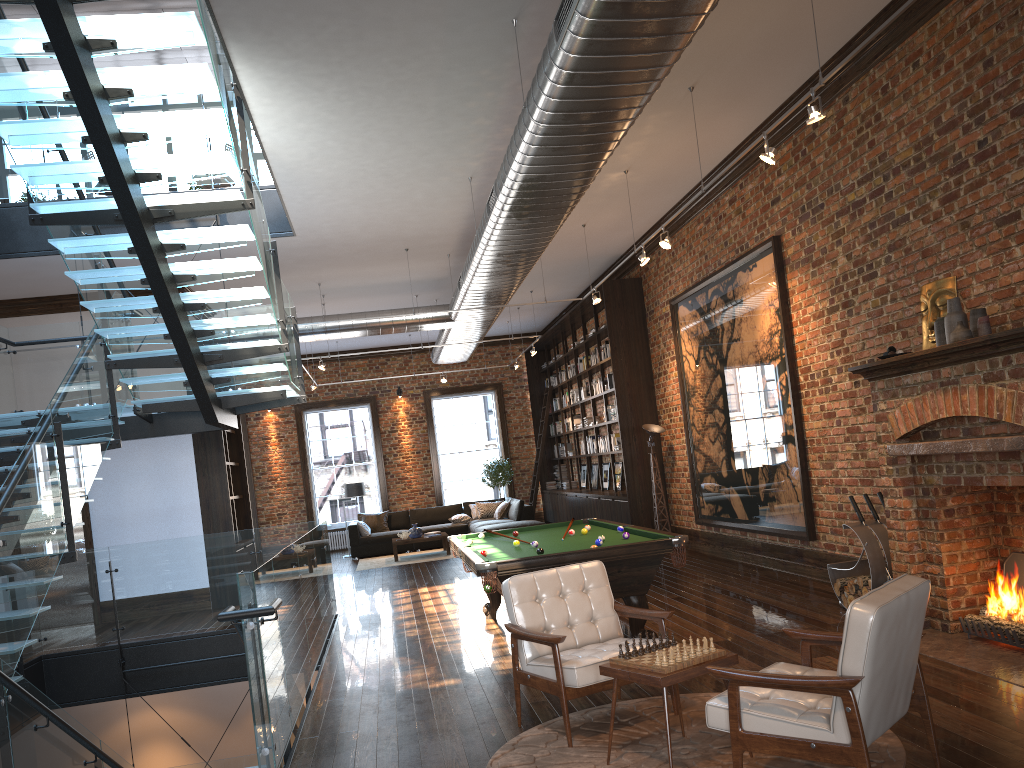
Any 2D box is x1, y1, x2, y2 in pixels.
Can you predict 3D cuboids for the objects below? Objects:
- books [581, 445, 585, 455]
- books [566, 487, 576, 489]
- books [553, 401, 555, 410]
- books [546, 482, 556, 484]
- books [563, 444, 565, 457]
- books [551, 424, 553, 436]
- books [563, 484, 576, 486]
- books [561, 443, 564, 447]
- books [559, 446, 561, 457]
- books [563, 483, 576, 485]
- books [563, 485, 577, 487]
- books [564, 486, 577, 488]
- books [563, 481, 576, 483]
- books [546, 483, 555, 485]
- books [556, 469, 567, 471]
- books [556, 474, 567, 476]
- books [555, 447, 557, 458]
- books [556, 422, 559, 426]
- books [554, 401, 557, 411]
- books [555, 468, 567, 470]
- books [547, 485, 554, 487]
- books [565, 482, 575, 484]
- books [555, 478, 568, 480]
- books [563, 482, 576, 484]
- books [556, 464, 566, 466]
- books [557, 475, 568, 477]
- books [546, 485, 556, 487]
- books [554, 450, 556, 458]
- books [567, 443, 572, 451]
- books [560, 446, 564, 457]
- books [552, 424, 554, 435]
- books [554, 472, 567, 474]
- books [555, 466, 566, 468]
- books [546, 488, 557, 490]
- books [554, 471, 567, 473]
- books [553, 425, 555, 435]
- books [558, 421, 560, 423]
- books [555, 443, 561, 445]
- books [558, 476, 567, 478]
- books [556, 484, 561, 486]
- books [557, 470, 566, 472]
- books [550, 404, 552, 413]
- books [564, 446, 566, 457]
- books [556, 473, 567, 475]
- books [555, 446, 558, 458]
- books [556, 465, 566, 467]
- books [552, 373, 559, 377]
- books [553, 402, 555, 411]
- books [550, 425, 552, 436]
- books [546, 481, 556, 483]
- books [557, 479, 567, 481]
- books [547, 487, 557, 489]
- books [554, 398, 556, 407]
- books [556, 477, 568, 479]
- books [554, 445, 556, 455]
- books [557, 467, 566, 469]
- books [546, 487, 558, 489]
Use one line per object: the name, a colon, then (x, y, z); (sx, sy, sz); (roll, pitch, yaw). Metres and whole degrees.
books: (1.464, 1.292, 17.574); (0.178, 0.205, 0.068); (-6, -1, -8)
books: (1.268, 2.249, 19.245); (0.226, 0.007, 0.370); (-6, -5, -7)
books: (1.018, 0.498, 19.716); (0.165, 0.251, 0.035); (-6, 0, -8)
books: (0.886, 2.252, 20.176); (0.199, 0.011, 0.220); (-6, -5, -4)
books: (1.211, 1.446, 19.425); (0.159, 0.285, 0.014); (-7, 0, -8)
books: (0.995, 1.044, 20.254); (0.188, 0.272, 0.013); (-6, 0, -8)
books: (1.254, 2.190, 19.245); (0.226, 0.007, 0.372); (-6, -5, -5)
books: (1.167, 1.455, 19.568); (0.165, 0.303, 0.013); (-7, 0, -8)
books: (1.139, 1.505, 19.752); (0.188, 0.244, 0.026); (-6, 0, -8)
books: (1.258, 2.167, 19.246); (0.226, 0.007, 0.370); (-6, -5, -10)
books: (1.259, 2.212, 19.245); (0.228, 0.008, 0.331); (-6, -5, -11)
books: (1.265, 2.234, 19.246); (0.228, 0.008, 0.330); (-6, -5, -10)
books: (1.250, 2.129, 19.246); (0.226, 0.007, 0.371); (-6, -5, -6)
books: (0.878, 2.271, 20.174); (0.185, 0.013, 0.273); (-6, -5, -6)
books: (1.120, 1.947, 20.155); (0.203, 0.020, 0.318); (-6, -5, -7)
books: (1.129, 2.066, 20.154); (0.209, 0.015, 0.308); (-6, -5, -11)
books: (1.082, 1.539, 20.161); (0.173, 0.261, 0.015); (-6, 0, -8)
books: (1.057, 0.993, 19.909); (0.178, 0.298, 0.015); (-7, 0, -8)
books: (1.036, 0.493, 19.566); (0.191, 0.229, 0.034); (-6, 0, -8)
books: (1.113, 1.932, 20.154); (0.207, 0.009, 0.346); (-6, -5, -11)
books: (0.874, 2.315, 20.173); (0.158, 0.011, 0.252); (-6, -5, -4)
books: (1.257, 2.143, 19.247); (0.228, 0.008, 0.329); (-6, -5, -9)
books: (1.118, 2.160, 20.155); (0.245, 0.008, 0.309); (-6, -5, -12)
books: (1.252, 2.151, 19.246); (0.228, 0.008, 0.331); (-6, -5, -6)
books: (1.117, 1.843, 20.157); (0.178, 0.013, 0.358); (-6, -5, -6)
books: (1.135, 2.096, 20.159); (0.207, 0.009, 0.345); (-6, -5, -7)
books: (0.891, 2.328, 20.175); (0.200, 0.019, 0.256); (-6, -5, -6)
books: (1.062, 1.591, 20.314); (0.176, 0.190, 0.032); (-6, 0, -8)
books: (1.234, 1.429, 19.247); (0.129, 0.282, 0.030); (-7, 0, -8)
books: (1.171, 1.479, 19.445); (0.212, 0.233, 0.019); (-6, 0, -8)
books: (1.015, 1.031, 20.189); (0.170, 0.281, 0.027); (-7, 0, -8)
books: (1.103, 2.018, 20.151); (0.260, 0.028, 0.317); (-6, -5, -8)
books: (1.102, 1.882, 20.154); (0.207, 0.021, 0.248); (-6, -5, -14)
books: (0.899, 2.384, 20.175); (0.207, 0.013, 0.281); (-6, -5, -7)
books: (1.101, 1.994, 20.151); (0.240, 0.019, 0.229); (-6, -5, -13)
books: (1.033, 1.032, 19.960); (0.188, 0.237, 0.025); (-6, 0, -8)
books: (1.115, 0.958, 19.510); (0.159, 0.285, 0.014); (-7, 0, -8)
books: (1.087, 1.515, 20.226); (0.157, 0.318, 0.013); (-7, 0, -8)
books: (1.140, 2.117, 20.159); (0.183, 0.034, 0.271); (-6, -5, -3)
books: (1.134, 2.281, 20.155); (0.241, 0.023, 0.263); (-6, -5, -4)
books: (1.133, 1.976, 20.156); (0.171, 0.010, 0.327); (-6, -5, -5)
books: (0.944, 0.531, 20.244); (0.176, 0.295, 0.041); (-7, 0, -8)
books: (1.220, 1.461, 19.304); (0.164, 0.231, 0.026); (-6, 0, -8)
books: (1.114, 2.053, 20.152); (0.238, 0.015, 0.250); (-6, -5, -6)
books: (1.090, 1.534, 20.142); (0.177, 0.266, 0.026); (-6, 0, -8)
books: (1.084, 1.869, 20.151); (0.239, 0.007, 0.320); (-6, -5, -13)
books: (0.988, -0.071, 19.499); (0.167, 0.337, 0.016); (-7, 0, -8)
books: (1.014, 0.496, 19.748); (0.166, 0.261, 0.030); (-7, 0, -8)
books: (0.974, 1.062, 20.361); (0.186, 0.261, 0.014); (-6, 0, -8)
books: (0.883, 2.237, 20.176); (0.199, 0.020, 0.212); (-6, -5, -4)
books: (1.133, 2.172, 20.157); (0.210, 0.019, 0.343); (-6, -5, -4)
books: (0.898, 2.360, 20.175); (0.201, 0.012, 0.245); (-6, -5, -5)
books: (1.030, 0.462, 19.627); (0.188, 0.303, 0.014); (-7, 0, -8)
books: (1.123, 2.146, 20.156); (0.249, 0.020, 0.318); (-6, -5, -8)
books: (1.076, 1.534, 20.284); (0.181, 0.293, 0.051); (-7, 0, -8)
books: (1.117, 1.912, 20.155); (0.184, 0.030, 0.266); (-6, -5, -3)
books: (0.904, 2.371, 20.176); (0.210, 0.011, 0.273); (-6, -5, -12)
